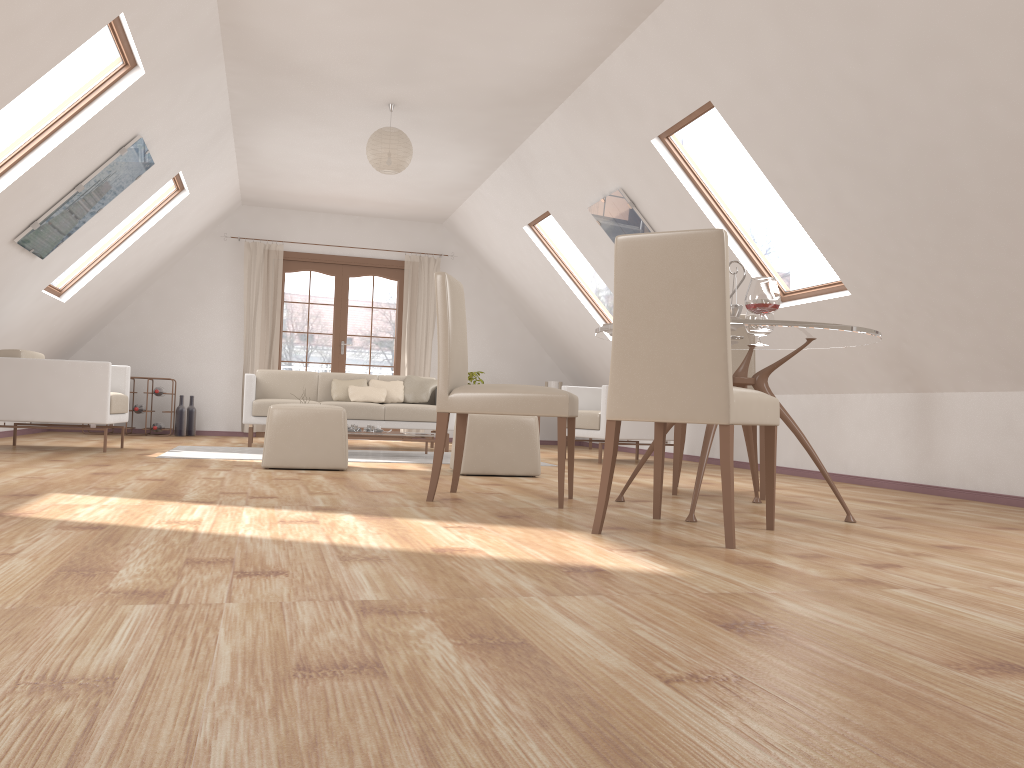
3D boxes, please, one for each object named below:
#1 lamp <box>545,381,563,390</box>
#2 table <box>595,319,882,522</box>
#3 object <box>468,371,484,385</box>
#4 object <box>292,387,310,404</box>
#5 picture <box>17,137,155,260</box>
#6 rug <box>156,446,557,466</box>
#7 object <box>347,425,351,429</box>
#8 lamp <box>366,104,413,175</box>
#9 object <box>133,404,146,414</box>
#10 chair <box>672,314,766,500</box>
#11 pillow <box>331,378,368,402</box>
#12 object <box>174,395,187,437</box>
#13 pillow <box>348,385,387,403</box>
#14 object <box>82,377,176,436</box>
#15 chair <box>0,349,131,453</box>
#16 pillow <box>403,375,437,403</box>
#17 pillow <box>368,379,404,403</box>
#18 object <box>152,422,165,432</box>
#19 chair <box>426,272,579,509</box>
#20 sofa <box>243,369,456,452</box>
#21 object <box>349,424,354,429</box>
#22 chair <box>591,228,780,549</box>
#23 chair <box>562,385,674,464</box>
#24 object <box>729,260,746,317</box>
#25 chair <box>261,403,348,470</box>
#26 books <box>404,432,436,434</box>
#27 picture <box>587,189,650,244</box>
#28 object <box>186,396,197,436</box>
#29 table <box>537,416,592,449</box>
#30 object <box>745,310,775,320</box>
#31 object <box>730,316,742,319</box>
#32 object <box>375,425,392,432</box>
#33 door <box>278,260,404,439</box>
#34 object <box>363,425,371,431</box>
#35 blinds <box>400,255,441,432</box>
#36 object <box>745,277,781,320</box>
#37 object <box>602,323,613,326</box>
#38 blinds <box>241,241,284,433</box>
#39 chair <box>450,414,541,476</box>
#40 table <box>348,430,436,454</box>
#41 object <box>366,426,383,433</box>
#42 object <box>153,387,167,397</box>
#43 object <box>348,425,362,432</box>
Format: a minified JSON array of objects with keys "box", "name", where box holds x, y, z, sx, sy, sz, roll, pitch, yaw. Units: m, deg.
[{"box":[0.498,0.158,10.466,0.221,0.375,0.180,2,-2,18],"name":"lamp"},{"box":[0.951,0.166,3.859,1.198,0.770,1.198,2,-2,5],"name":"table"},{"box":[-0.454,0.270,10.360,0.311,0.846,0.307,3,-2,-23],"name":"object"},{"box":[-1.652,0.179,7.018,0.123,0.359,0.184,1,-2,26],"name":"object"},{"box":[-2.768,-1.204,5.824,0.683,0.738,0.650,3,-2,-15],"name":"picture"},{"box":[-1.220,0.564,7.001,2.800,0.007,1.600,3,-2,-15],"name":"rug"},{"box":[-1.349,0.347,7.045,0.143,0.052,0.064,3,-2,-15],"name":"object"},{"box":[-0.890,-1.791,6.470,0.340,0.497,0.340,1,-2,24],"name":"lamp"},{"box":[-3.900,0.260,9.276,0.109,0.109,0.435,3,-2,-15],"name":"object"},{"box":[1.124,0.088,4.789,0.477,0.999,0.618,2,-2,12],"name":"chair"},{"box":[-1.539,0.055,8.419,0.351,0.235,0.185,3,-2,-12],"name":"pillow"},{"box":[-3.498,0.339,9.372,0.115,0.443,0.120,3,-2,-21],"name":"object"},{"box":[-1.355,0.101,8.314,0.363,0.170,0.227,2,-2,-10],"name":"pillow"},{"box":[-3.997,0.229,9.293,0.854,0.608,0.417,3,-2,-15],"name":"object"},{"box":[-3.290,0.121,6.486,0.820,0.706,0.748,3,-2,-13],"name":"chair"},{"box":[-0.894,0.050,8.548,0.424,0.276,0.269,1,-2,34],"name":"pillow"},{"box":[-1.210,0.071,8.506,0.351,0.225,0.196,2,-2,-10],"name":"pillow"},{"box":[-3.726,0.456,9.320,0.109,0.109,0.435,3,-2,-15],"name":"object"},{"box":[-0.026,0.021,3.986,0.618,0.999,0.477,2,-2,9],"name":"chair"},{"box":[-1.527,0.242,8.311,1.880,0.706,0.820,3,-2,-15],"name":"sofa"},{"box":[-1.309,0.353,7.200,0.143,0.052,0.064,0,-2,45],"name":"object"},{"box":[0.631,0.019,3.107,0.477,0.999,0.618,1,-2,29],"name":"chair"},{"box":[0.936,0.314,7.644,0.820,0.706,0.748,3,-2,-26],"name":"chair"},{"box":[0.970,-0.380,3.873,0.096,0.322,0.086,1,-2,37],"name":"object"},{"box":[-1.270,0.320,5.512,0.506,0.394,0.506,2,-2,-11],"name":"chair"},{"box":[-0.714,0.398,7.179,0.280,0.005,0.192,3,-2,-23],"name":"books"},{"box":[1.001,-1.031,6.867,0.683,0.738,0.650,3,-2,-15],"name":"picture"},{"box":[-3.472,0.347,9.596,0.115,0.443,0.120,3,-2,-21],"name":"object"},{"box":[0.479,0.536,10.284,0.730,0.390,0.773,3,-2,-17],"name":"table"},{"box":[1.161,-0.294,4.159,0.136,0.183,0.136,2,-2,11],"name":"object"},{"box":[0.794,-0.246,3.504,0.228,0.020,0.228,1,-2,30],"name":"object"},{"box":[-1.039,0.361,7.130,0.143,0.052,0.064,3,-2,-15],"name":"object"},{"box":[-1.994,-0.385,10.240,1.546,2.001,0.098,3,-2,-15],"name":"door"},{"box":[-1.154,0.361,7.243,0.064,0.052,0.143,2,-2,15],"name":"object"},{"box":[-1.078,-0.443,10.359,0.424,2.129,0.123,3,-2,-21],"name":"blinds"},{"box":[0.979,-0.322,3.465,0.136,0.183,0.136,3,-2,-37],"name":"object"},{"box":[0.512,-0.245,3.898,0.228,0.020,0.228,2,-2,7],"name":"object"},{"box":[-2.820,-0.519,9.917,0.423,2.130,0.120,3,-2,-18],"name":"blinds"},{"box":[-0.108,0.365,5.583,0.506,0.394,0.506,2,-2,-11],"name":"chair"},{"box":[-1.196,0.475,7.078,1.173,0.190,0.730,3,-2,-15],"name":"table"},{"box":[-1.080,0.356,6.975,0.143,0.051,0.064,0,-2,45],"name":"object"},{"box":[-3.714,0.080,9.333,0.109,0.109,0.435,3,-2,-15],"name":"object"},{"box":[-1.234,0.348,6.932,0.064,0.052,0.143,2,-2,15],"name":"object"}]
